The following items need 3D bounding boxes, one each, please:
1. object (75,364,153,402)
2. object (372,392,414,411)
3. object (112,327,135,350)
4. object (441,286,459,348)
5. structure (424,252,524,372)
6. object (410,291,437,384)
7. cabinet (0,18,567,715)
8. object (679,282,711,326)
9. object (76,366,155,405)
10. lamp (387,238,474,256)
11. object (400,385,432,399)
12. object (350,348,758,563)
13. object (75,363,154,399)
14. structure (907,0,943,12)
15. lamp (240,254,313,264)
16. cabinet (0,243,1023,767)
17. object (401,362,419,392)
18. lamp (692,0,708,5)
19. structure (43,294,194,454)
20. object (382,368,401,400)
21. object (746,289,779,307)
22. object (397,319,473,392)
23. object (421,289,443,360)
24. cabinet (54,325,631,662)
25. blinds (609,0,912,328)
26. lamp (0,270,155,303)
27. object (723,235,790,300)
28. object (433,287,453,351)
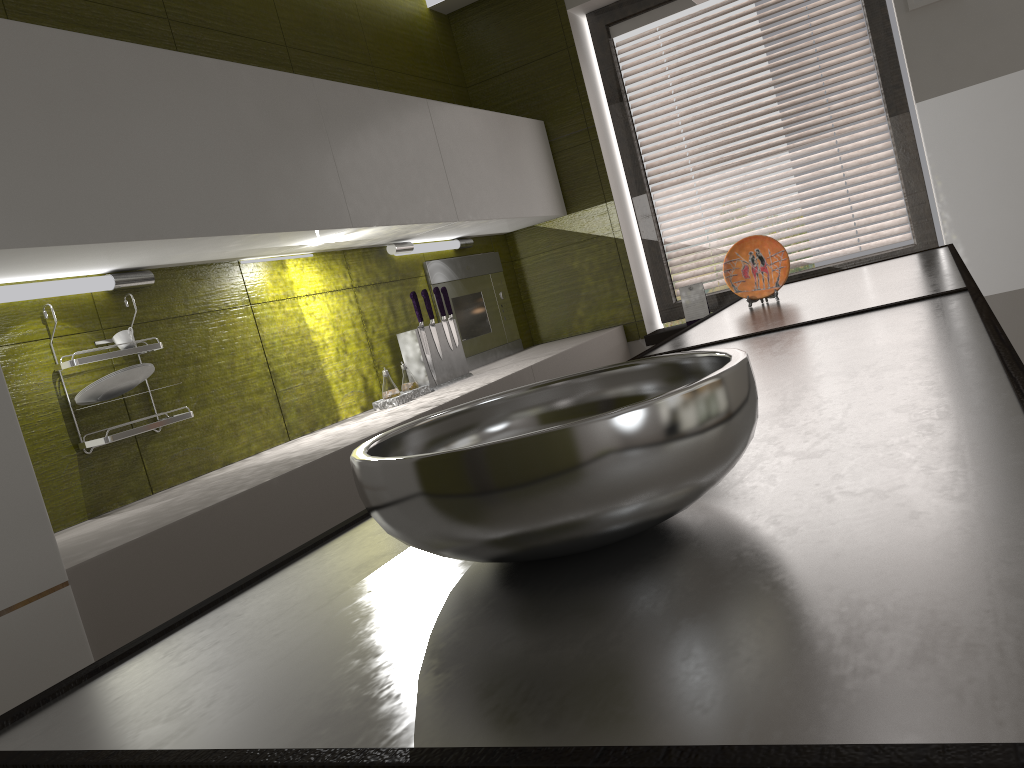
[{"bbox_3d":[-0.896,0.001,2.005,0.173,0.052,0.181,-12,6,27],"label":"object"},{"bbox_3d":[-0.389,0.058,2.907,0.107,0.032,0.107,-12,6,27],"label":"object"},{"bbox_3d":[-0.920,-0.102,2.100,0.046,0.053,0.051,-18,6,-32],"label":"object"},{"bbox_3d":[-0.228,-0.247,3.278,0.013,0.231,0.040,-12,6,27],"label":"object"},{"bbox_3d":[-0.143,-0.315,3.786,0.015,0.469,0.663,-12,6,27],"label":"structure"},{"bbox_3d":[-0.306,-0.157,3.088,0.013,0.339,0.046,-12,6,27],"label":"object"},{"bbox_3d":[-0.515,0.172,2.640,0.724,2.089,3.471,-12,6,27],"label":"cabinet"},{"bbox_3d":[0.806,-0.354,3.905,0.106,0.169,0.057,-13,5,21],"label":"object"},{"bbox_3d":[-0.895,0.004,2.005,0.173,0.052,0.181,-12,6,27],"label":"object"},{"bbox_3d":[-0.306,-0.544,3.487,0.095,0.041,0.716,-12,6,26],"label":"lamp"},{"bbox_3d":[-0.343,0.034,3.036,0.107,0.032,0.107,-11,7,38],"label":"object"},{"bbox_3d":[0.039,0.063,0.691,0.311,0.105,0.311,-11,7,39],"label":"object"},{"bbox_3d":[-0.898,-0.002,2.005,0.173,0.052,0.181,-12,6,27],"label":"object"},{"bbox_3d":[1.505,-1.461,3.183,0.180,0.180,0.026,-12,6,27],"label":"structure"},{"bbox_3d":[-0.714,-0.384,2.716,0.008,0.008,0.334,-12,6,27],"label":"lamp"},{"bbox_3d":[0.674,0.435,1.761,0.663,1.134,2.947,-12,6,27],"label":"cabinet"},{"bbox_3d":[-0.357,-0.019,3.030,0.059,0.121,0.059,-15,5,-6],"label":"object"},{"bbox_3d":[0.231,-1.262,1.641,0.326,0.683,1.677,-12,6,27],"label":"lamp"},{"bbox_3d":[-0.913,-0.037,2.061,0.110,0.346,0.266,-12,6,27],"label":"structure"},{"bbox_3d":[-0.403,0.005,2.902,0.059,0.121,0.059,-16,5,-17],"label":"object"},{"bbox_3d":[0.694,-0.291,2.489,0.088,0.131,0.072,-13,6,22],"label":"object"},{"bbox_3d":[-0.279,-0.100,3.208,0.107,0.227,0.293,-12,6,27],"label":"object"},{"bbox_3d":[-0.283,-0.208,3.155,0.013,0.264,0.042,-12,6,27],"label":"object"},{"bbox_3d":[-0.170,0.581,2.867,0.465,1.086,2.940,-12,6,27],"label":"cabinet"},{"bbox_3d":[-0.892,-3.536,7.529,16.000,12.704,9.030,-17,6,-24],"label":"blinds"},{"bbox_3d":[-1.064,-0.198,1.919,0.041,0.041,0.715,-12,6,27],"label":"lamp"},{"bbox_3d":[0.684,-0.327,2.486,0.184,0.178,0.055,-13,6,23],"label":"object"},{"bbox_3d":[-0.249,-0.236,3.234,0.013,0.243,0.036,-12,6,27],"label":"object"}]
